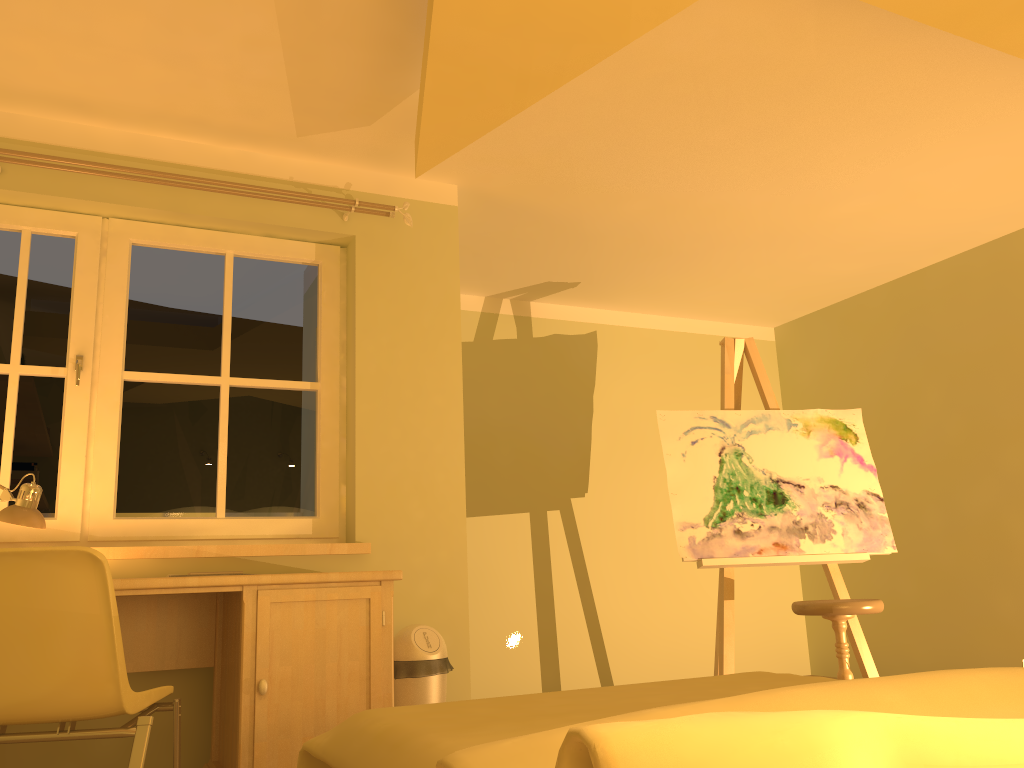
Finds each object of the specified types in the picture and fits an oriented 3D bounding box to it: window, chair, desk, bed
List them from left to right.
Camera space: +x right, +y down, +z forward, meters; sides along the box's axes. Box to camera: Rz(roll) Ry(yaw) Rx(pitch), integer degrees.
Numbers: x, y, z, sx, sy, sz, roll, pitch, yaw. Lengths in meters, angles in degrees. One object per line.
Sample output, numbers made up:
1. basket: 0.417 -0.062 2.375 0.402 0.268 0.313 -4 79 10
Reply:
1. chair: -1.091 0.787 2.063 0.531 0.785 0.546 -1 -13 -5
2. desk: -1.096 0.957 2.663 1.396 0.720 0.684 4 -14 -25
3. window: -1.360 -0.013 3.360 1.486 1.263 0.142 4 -14 -25
4. chair: 1.308 1.132 3.475 0.348 0.551 0.364 1 -13 -14
5. bed: 0.626 0.447 1.099 1.286 0.894 2.378 4 -14 -25

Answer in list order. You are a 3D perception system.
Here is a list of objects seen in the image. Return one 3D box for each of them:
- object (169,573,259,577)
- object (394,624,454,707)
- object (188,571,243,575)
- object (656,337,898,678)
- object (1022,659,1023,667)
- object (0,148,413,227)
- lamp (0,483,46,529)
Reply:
1. object: -0.922 0.606 2.797 0.210 0.010 0.300 -2 -13 0
2. object: -0.334 1.138 3.184 0.248 0.535 0.255 -4 -13 9
3. object: -0.912 0.583 2.730 0.166 0.009 0.008 6 -15 -33
4. object: 1.082 0.683 4.235 0.972 1.896 1.132 9 -17 -41
5. object: 1.865 1.176 3.246 0.069 0.319 0.010 -3 -13 1
6. object: -1.214 -0.720 3.329 1.708 0.113 0.190 4 -14 -25
7. lamp: -1.616 0.361 2.608 0.484 0.455 0.140 -2 -13 0
